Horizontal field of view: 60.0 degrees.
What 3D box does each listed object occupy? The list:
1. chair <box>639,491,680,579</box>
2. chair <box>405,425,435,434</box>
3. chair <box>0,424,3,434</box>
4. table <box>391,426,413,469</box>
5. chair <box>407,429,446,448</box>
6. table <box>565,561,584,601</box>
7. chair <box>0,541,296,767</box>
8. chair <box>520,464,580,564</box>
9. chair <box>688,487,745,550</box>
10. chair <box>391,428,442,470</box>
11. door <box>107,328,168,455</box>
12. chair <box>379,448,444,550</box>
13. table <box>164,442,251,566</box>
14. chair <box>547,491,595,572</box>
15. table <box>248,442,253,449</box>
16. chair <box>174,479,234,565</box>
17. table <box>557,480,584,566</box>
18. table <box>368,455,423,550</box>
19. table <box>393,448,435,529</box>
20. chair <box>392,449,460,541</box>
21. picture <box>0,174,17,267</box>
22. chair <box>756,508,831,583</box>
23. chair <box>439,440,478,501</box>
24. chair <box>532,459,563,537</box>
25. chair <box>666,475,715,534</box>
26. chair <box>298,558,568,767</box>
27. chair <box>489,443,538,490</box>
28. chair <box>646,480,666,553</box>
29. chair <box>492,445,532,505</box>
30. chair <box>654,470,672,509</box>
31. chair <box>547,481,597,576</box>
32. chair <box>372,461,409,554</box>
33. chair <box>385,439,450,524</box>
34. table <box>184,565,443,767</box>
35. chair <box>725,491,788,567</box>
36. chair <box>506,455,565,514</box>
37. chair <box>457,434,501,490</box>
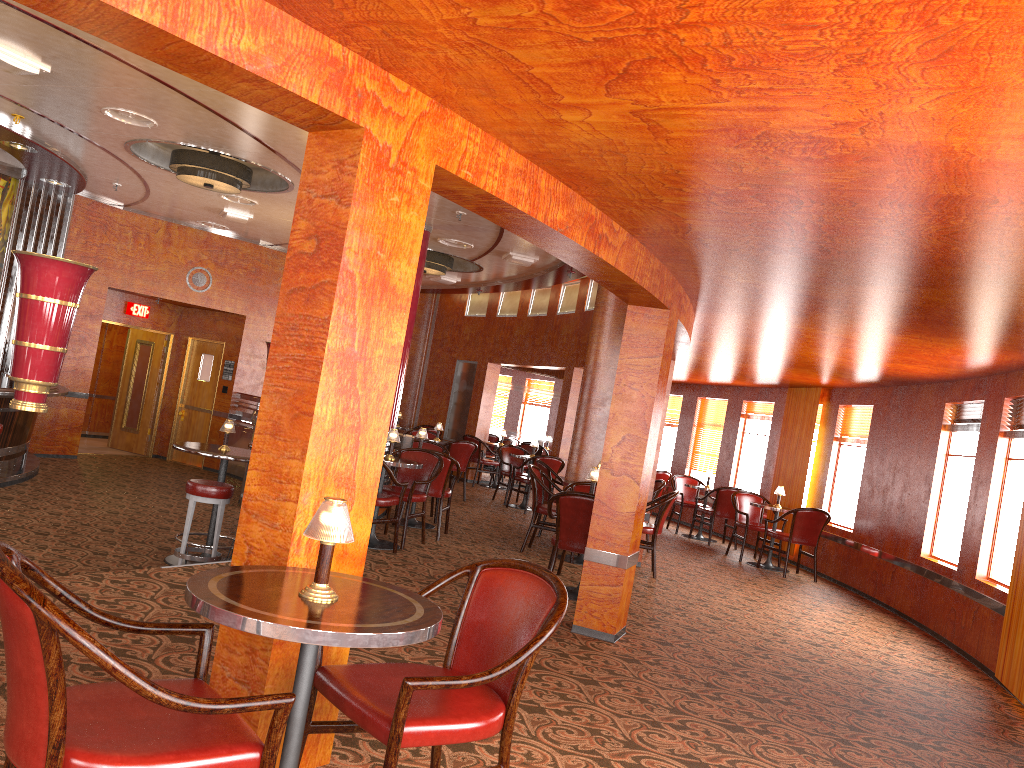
[{"bbox_3d":[1.210,1.360,8.372,0.615,0.816,0.588,10,-1,8],"label":"chair"},{"bbox_3d":[-1.696,1.101,15.567,0.587,0.816,0.616,9,-2,38],"label":"chair"},{"bbox_3d":[-4.950,0.717,8.166,0.350,0.755,0.350,10,-1,-21],"label":"chair"},{"bbox_3d":[-2.049,1.076,15.206,0.640,0.720,0.639,11,-2,-33],"label":"table"},{"bbox_3d":[-1.261,1.082,12.816,0.588,0.816,0.615,10,-2,-22],"label":"chair"},{"bbox_3d":[0.580,1.242,6.700,0.640,0.720,0.639,10,-2,-11],"label":"table"},{"bbox_3d":[-0.887,0.775,1.957,0.616,0.816,0.587,11,-2,-37],"label":"chair"},{"bbox_3d":[0.392,1.222,8.488,0.615,0.816,0.588,10,-1,13],"label":"chair"},{"bbox_3d":[2.810,1.761,11.939,0.588,0.816,0.615,10,-1,-12],"label":"chair"},{"bbox_3d":[-1.549,1.101,14.832,0.614,0.816,0.588,9,-2,43],"label":"chair"},{"bbox_3d":[-6.047,0.105,14.332,0.807,1.982,0.063,9,-1,22],"label":"door"},{"bbox_3d":[-0.965,0.959,7.721,0.587,0.816,0.616,9,-2,23],"label":"chair"},{"bbox_3d":[-2.450,1.021,7.350,0.849,0.960,0.850,9,-2,30],"label":"table"},{"bbox_3d":[0.510,1.169,6.359,0.587,0.816,0.616,10,-1,13],"label":"chair"},{"bbox_3d":[-2.200,1.107,8.587,0.849,0.960,0.850,10,-2,7],"label":"table"},{"bbox_3d":[-2.347,1.121,6.718,0.350,0.755,0.350,10,-1,-14],"label":"chair"},{"bbox_3d":[0.732,1.327,8.409,0.640,0.720,0.639,11,-2,-42],"label":"table"},{"bbox_3d":[-1.116,0.970,7.373,0.640,0.720,0.639,10,-2,-20],"label":"table"},{"bbox_3d":[-0.957,1.050,8.917,0.640,0.720,0.640,10,-1,-2],"label":"table"},{"bbox_3d":[-0.813,1.007,8.337,0.588,0.816,0.615,10,-1,-2],"label":"chair"},{"bbox_3d":[-7.890,-2.324,8.617,0.001,1.322,6.262,9,-2,28],"label":"picture"},{"bbox_3d":[3.212,1.765,10.010,0.588,0.816,0.615,10,-1,-12],"label":"chair"},{"bbox_3d":[-0.839,1.126,11.957,0.588,0.816,0.614,11,-2,-37],"label":"chair"},{"bbox_3d":[0.510,1.290,9.876,0.615,0.816,0.587,10,-1,-12],"label":"chair"},{"bbox_3d":[2.562,1.748,12.804,0.588,0.816,0.615,10,-1,-12],"label":"chair"},{"bbox_3d":[-0.220,0.911,2.548,0.616,0.816,0.587,11,-2,-37],"label":"chair"},{"bbox_3d":[0.068,1.396,15.214,0.616,0.816,0.587,11,-2,-42],"label":"chair"},{"bbox_3d":[1.369,1.446,10.070,0.615,0.816,0.588,10,-1,-7],"label":"chair"},{"bbox_3d":[0.058,1.307,12.684,0.588,0.816,0.615,11,-2,-27],"label":"chair"},{"bbox_3d":[2.083,1.695,13.708,0.588,0.816,0.614,11,-2,-37],"label":"chair"},{"bbox_3d":[0.622,1.217,7.189,0.587,0.816,0.615,10,-1,8],"label":"chair"},{"bbox_3d":[-1.198,0.891,6.922,0.587,0.816,0.616,9,-2,18],"label":"chair"},{"bbox_3d":[-0.996,1.015,9.521,0.588,0.816,0.615,10,-1,-2],"label":"chair"},{"bbox_3d":[-0.553,0.892,2.246,0.640,0.720,0.639,11,-2,-33],"label":"table"},{"bbox_3d":[2.964,1.752,10.875,0.588,0.816,0.615,10,-1,-12],"label":"chair"},{"bbox_3d":[0.341,1.329,11.867,0.588,0.816,0.615,10,-2,-22],"label":"chair"},{"bbox_3d":[-0.546,1.267,14.566,0.616,0.816,0.587,11,-2,-42],"label":"chair"}]
